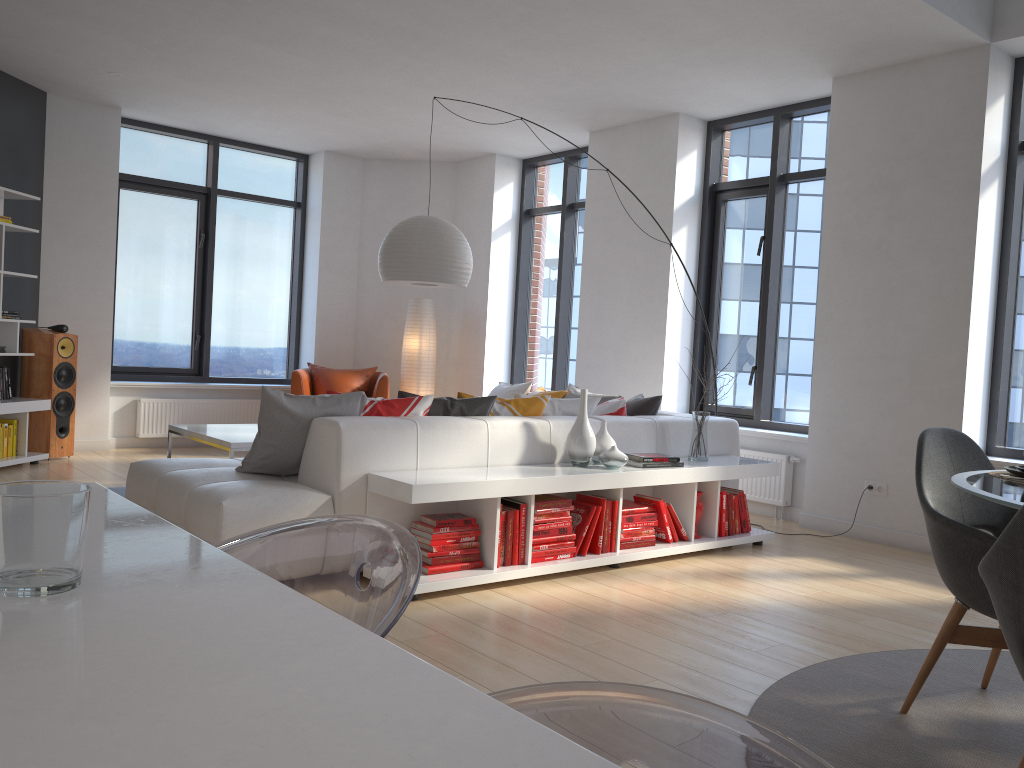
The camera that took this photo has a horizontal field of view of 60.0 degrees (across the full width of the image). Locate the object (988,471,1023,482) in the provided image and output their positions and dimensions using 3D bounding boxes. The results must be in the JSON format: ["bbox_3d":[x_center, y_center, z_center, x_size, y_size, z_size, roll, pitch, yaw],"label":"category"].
[{"bbox_3d":[1.617,0.285,2.630,0.360,0.002,0.360,3,2,3],"label":"object"}]

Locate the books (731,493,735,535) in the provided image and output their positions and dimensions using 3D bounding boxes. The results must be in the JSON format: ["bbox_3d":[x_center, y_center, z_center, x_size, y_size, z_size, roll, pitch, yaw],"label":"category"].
[{"bbox_3d":[1.224,0.750,5.186,0.066,0.247,0.175,2,3,-39],"label":"books"}]

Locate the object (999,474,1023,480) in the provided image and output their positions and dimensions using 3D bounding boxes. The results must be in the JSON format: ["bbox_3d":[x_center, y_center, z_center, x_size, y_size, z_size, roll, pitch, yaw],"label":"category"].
[{"bbox_3d":[1.610,0.277,2.624,0.309,0.015,0.206,2,2,-35],"label":"object"}]

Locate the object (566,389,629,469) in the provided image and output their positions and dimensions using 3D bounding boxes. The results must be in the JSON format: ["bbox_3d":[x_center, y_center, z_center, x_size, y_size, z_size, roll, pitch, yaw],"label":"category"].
[{"bbox_3d":[0.430,0.227,4.612,0.316,0.398,0.319,3,2,-16],"label":"object"}]

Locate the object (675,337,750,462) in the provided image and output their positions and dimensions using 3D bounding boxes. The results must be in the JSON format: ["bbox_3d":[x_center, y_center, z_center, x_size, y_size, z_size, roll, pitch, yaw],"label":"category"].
[{"bbox_3d":[1.152,0.077,5.091,0.406,0.744,0.607,3,2,0],"label":"object"}]

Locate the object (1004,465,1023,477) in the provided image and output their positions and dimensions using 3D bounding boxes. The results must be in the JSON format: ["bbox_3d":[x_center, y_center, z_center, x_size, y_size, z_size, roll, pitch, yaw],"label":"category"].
[{"bbox_3d":[1.611,0.247,2.638,0.258,0.074,0.258,4,2,31],"label":"object"}]

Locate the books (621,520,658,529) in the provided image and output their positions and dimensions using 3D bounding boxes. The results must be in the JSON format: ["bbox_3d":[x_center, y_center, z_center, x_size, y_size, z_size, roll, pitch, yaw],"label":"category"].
[{"bbox_3d":[0.615,0.732,4.724,0.261,0.027,0.191,2,2,-35],"label":"books"}]

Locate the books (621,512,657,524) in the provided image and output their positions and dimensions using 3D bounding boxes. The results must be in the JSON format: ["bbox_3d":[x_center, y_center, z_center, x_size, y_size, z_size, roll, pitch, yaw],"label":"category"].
[{"bbox_3d":[0.605,0.698,4.734,0.279,0.039,0.206,2,3,-41],"label":"books"}]

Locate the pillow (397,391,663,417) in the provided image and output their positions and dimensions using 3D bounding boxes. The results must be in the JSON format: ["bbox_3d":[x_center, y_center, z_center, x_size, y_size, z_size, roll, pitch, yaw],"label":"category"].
[{"bbox_3d":[0.185,0.255,5.210,2.120,0.436,0.608,1,3,-44],"label":"pillow"}]

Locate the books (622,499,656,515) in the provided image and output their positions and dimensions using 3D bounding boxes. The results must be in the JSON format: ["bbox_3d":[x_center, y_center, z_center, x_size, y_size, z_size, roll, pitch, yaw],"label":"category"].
[{"bbox_3d":[0.587,0.661,4.747,0.301,0.032,0.227,2,3,-40],"label":"books"}]

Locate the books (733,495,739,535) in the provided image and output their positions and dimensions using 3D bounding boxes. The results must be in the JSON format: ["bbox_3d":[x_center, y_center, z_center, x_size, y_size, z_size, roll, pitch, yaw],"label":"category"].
[{"bbox_3d":[1.247,0.757,5.213,0.081,0.230,0.165,2,3,-40],"label":"books"}]

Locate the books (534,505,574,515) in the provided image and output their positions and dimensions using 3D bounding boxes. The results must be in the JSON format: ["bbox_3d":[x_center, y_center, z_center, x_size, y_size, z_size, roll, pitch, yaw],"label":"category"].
[{"bbox_3d":[0.146,0.601,4.323,0.187,0.026,0.266,5,3,45],"label":"books"}]

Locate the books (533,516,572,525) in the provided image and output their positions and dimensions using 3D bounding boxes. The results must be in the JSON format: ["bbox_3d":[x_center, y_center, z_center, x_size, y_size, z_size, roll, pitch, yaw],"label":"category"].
[{"bbox_3d":[0.144,0.649,4.323,0.236,0.023,0.178,2,3,-40],"label":"books"}]

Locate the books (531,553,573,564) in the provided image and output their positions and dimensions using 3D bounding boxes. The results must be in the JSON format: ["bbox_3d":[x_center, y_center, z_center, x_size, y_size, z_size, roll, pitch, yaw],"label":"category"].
[{"bbox_3d":[0.131,0.826,4.324,0.274,0.029,0.200,2,3,-40],"label":"books"}]

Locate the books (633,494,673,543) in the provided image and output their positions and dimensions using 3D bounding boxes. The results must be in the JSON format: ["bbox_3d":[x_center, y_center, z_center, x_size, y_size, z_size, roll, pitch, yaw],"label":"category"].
[{"bbox_3d":[0.770,0.734,4.842,0.134,0.248,0.192,2,3,-40],"label":"books"}]

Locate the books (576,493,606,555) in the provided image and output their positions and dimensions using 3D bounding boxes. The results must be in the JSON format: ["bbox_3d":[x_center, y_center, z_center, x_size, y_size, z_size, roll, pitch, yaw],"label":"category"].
[{"bbox_3d":[0.391,0.709,4.510,0.046,0.282,0.199,2,3,-40],"label":"books"}]

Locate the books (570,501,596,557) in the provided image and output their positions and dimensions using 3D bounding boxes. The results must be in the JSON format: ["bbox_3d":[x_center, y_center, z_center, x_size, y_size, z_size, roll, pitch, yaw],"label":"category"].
[{"bbox_3d":[0.305,0.722,4.449,0.144,0.247,0.188,2,3,-39],"label":"books"}]

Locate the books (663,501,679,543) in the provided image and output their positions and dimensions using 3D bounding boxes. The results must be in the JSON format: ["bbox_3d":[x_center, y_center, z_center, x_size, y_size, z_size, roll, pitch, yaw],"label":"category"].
[{"bbox_3d":[0.810,0.744,4.867,0.148,0.232,0.171,2,3,-38],"label":"books"}]

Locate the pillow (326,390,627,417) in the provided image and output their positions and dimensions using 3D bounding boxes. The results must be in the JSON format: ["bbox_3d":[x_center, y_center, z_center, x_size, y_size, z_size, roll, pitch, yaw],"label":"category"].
[{"bbox_3d":[-0.063,0.275,4.997,2.250,0.449,0.575,1,3,-42],"label":"pillow"}]

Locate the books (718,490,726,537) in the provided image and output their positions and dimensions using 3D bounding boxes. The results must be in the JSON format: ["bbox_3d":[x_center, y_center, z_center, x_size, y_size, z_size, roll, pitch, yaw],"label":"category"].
[{"bbox_3d":[1.148,0.735,5.128,0.050,0.268,0.198,2,3,-40],"label":"books"}]

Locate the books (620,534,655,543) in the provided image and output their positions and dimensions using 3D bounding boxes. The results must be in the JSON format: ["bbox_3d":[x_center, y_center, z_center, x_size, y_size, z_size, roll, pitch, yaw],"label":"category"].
[{"bbox_3d":[0.600,0.806,4.713,0.266,0.026,0.187,2,2,-34],"label":"books"}]

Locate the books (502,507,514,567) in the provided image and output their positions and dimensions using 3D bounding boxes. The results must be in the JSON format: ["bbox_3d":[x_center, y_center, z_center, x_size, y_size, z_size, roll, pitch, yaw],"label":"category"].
[{"bbox_3d":[-0.076,0.705,4.160,0.034,0.259,0.207,2,3,-40],"label":"books"}]

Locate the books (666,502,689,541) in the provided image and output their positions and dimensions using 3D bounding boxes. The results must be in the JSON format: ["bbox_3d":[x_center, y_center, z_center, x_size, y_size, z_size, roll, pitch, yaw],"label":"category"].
[{"bbox_3d":[0.853,0.751,4.903,0.186,0.223,0.188,2,3,-39],"label":"books"}]

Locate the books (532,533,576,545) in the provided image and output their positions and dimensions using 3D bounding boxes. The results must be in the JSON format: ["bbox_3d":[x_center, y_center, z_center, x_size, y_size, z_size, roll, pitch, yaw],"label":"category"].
[{"bbox_3d":[0.126,0.741,4.342,0.301,0.032,0.227,2,3,-40],"label":"books"}]

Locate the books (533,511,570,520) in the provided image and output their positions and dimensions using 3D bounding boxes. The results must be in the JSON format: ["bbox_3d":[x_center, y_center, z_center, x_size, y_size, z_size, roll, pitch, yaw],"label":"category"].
[{"bbox_3d":[0.125,0.625,4.317,0.257,0.025,0.182,2,3,-40],"label":"books"}]

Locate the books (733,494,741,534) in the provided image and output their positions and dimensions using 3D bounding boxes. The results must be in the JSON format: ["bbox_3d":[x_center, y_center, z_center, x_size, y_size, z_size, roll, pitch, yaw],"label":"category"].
[{"bbox_3d":[1.263,0.756,5.231,0.083,0.233,0.178,2,3,-40],"label":"books"}]

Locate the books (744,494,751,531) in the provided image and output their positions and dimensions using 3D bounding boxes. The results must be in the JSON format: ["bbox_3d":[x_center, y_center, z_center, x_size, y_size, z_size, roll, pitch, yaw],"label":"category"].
[{"bbox_3d":[1.338,0.759,5.308,0.103,0.230,0.173,2,3,-39],"label":"books"}]

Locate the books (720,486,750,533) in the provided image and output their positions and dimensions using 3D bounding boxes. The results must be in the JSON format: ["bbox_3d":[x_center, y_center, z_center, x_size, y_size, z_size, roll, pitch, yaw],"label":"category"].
[{"bbox_3d":[1.313,0.746,5.285,0.116,0.255,0.198,2,3,-40],"label":"books"}]

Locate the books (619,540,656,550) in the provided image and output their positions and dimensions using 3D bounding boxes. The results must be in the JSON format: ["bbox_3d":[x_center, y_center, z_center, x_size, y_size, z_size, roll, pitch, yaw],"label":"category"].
[{"bbox_3d":[0.600,0.835,4.726,0.259,0.034,0.206,2,2,-37],"label":"books"}]

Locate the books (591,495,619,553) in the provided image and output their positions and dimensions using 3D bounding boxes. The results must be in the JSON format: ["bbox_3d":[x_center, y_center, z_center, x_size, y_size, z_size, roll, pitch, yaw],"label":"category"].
[{"bbox_3d":[0.470,0.717,4.565,0.028,0.269,0.181,2,3,-40],"label":"books"}]

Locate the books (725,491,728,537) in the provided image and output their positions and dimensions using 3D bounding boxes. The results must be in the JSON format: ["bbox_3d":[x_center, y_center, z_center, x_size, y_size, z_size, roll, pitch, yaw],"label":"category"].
[{"bbox_3d":[1.173,0.741,5.146,0.056,0.262,0.185,2,3,-39],"label":"books"}]

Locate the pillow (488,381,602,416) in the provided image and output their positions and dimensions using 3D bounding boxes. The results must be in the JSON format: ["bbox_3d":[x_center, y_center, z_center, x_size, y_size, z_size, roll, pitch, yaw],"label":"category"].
[{"bbox_3d":[-0.006,0.212,6.070,0.580,0.456,2.156,3,2,-14],"label":"pillow"}]

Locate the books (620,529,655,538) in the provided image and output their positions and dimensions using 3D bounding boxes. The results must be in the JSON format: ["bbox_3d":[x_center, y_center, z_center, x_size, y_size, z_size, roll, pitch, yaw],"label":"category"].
[{"bbox_3d":[0.605,0.780,4.724,0.257,0.025,0.182,2,3,-40],"label":"books"}]

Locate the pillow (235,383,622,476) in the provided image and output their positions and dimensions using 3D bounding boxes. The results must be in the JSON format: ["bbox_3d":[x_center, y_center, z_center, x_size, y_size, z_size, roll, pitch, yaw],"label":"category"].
[{"bbox_3d":[-0.347,0.222,5.190,0.647,0.453,2.953,5,3,38],"label":"pillow"}]

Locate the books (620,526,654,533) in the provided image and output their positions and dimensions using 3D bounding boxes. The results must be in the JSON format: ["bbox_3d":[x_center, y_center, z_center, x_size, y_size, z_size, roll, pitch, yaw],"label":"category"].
[{"bbox_3d":[0.610,0.758,4.715,0.236,0.023,0.178,2,3,-40],"label":"books"}]

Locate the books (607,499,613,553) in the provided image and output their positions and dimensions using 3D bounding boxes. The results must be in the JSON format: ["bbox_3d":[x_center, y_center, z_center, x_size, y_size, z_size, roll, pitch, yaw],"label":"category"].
[{"bbox_3d":[0.439,0.718,4.559,0.028,0.266,0.188,2,3,-40],"label":"books"}]

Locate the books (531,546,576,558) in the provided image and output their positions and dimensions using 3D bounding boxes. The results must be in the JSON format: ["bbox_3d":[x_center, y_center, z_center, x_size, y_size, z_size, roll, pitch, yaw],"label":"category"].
[{"bbox_3d":[0.146,0.799,4.311,0.282,0.030,0.188,2,3,-38],"label":"books"}]

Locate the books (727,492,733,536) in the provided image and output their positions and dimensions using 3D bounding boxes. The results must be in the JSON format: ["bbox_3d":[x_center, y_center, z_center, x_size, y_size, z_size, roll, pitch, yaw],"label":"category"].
[{"bbox_3d":[1.195,0.745,5.176,0.076,0.252,0.199,2,3,-39],"label":"books"}]

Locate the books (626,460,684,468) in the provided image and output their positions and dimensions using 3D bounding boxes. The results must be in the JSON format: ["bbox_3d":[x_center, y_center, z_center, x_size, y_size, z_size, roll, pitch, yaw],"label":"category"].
[{"bbox_3d":[0.736,0.423,4.807,0.300,0.026,0.245,2,2,-35],"label":"books"}]

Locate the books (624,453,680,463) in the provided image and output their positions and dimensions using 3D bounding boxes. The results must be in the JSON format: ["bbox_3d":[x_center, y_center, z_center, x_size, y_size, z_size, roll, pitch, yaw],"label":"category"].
[{"bbox_3d":[0.753,0.398,4.787,0.238,0.027,0.188,2,2,-26],"label":"books"}]

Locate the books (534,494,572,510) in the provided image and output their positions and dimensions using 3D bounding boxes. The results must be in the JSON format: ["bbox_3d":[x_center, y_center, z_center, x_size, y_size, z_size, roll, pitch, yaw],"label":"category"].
[{"bbox_3d":[0.129,0.570,4.317,0.259,0.034,0.206,1,3,-42],"label":"books"}]

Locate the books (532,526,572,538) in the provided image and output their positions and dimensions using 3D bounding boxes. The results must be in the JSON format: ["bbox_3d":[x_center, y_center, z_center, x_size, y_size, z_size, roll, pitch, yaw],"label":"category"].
[{"bbox_3d":[0.122,0.706,4.337,0.279,0.039,0.206,2,3,-38],"label":"books"}]

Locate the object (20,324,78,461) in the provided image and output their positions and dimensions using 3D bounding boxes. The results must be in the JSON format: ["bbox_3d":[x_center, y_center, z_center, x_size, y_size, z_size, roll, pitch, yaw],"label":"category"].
[{"bbox_3d":[-3.783,0.055,7.168,0.434,1.088,0.290,4,2,20],"label":"object"}]

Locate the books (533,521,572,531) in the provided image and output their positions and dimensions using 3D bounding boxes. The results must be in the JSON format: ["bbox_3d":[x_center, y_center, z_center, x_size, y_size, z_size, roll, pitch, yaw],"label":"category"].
[{"bbox_3d":[0.132,0.674,4.322,0.261,0.027,0.191,1,3,-44],"label":"books"}]

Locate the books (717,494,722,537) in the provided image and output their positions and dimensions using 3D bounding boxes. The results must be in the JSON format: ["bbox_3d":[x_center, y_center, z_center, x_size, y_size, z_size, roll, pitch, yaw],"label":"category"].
[{"bbox_3d":[1.124,0.743,5.099,0.026,0.250,0.168,2,3,-40],"label":"books"}]

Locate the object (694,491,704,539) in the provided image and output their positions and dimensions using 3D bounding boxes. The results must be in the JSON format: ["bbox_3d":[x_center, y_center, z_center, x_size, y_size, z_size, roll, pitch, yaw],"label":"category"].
[{"bbox_3d":[1.019,0.737,5.024,0.125,0.258,0.125,4,2,28],"label":"object"}]

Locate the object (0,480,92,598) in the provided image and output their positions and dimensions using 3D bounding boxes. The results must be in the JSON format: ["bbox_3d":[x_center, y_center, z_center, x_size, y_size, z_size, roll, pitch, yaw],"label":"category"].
[{"bbox_3d":[-0.377,0.035,0.586,0.148,0.267,0.323,4,2,15],"label":"object"}]

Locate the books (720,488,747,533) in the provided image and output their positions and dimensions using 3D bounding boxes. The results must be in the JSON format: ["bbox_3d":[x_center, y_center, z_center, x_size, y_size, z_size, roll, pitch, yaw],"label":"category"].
[{"bbox_3d":[1.290,0.749,5.261,0.119,0.249,0.187,2,3,-39],"label":"books"}]

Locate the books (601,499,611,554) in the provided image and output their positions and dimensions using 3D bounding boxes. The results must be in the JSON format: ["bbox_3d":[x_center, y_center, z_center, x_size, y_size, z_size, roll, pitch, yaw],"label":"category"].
[{"bbox_3d":[0.409,0.714,4.547,0.038,0.270,0.215,2,3,-40],"label":"books"}]

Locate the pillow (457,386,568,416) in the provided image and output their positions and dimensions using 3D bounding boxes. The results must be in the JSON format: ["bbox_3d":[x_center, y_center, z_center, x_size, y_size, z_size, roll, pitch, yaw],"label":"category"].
[{"bbox_3d":[-0.001,0.242,5.752,0.630,0.440,2.095,3,2,7],"label":"pillow"}]

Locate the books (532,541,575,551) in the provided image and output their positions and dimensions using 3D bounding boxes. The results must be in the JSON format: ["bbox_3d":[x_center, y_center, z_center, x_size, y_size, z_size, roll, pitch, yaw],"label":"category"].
[{"bbox_3d":[0.144,0.772,4.312,0.266,0.026,0.187,2,3,-40],"label":"books"}]

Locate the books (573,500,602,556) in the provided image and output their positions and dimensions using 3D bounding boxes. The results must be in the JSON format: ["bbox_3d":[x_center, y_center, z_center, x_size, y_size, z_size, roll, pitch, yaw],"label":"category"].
[{"bbox_3d":[0.341,0.723,4.470,0.115,0.245,0.192,2,3,-40],"label":"books"}]
